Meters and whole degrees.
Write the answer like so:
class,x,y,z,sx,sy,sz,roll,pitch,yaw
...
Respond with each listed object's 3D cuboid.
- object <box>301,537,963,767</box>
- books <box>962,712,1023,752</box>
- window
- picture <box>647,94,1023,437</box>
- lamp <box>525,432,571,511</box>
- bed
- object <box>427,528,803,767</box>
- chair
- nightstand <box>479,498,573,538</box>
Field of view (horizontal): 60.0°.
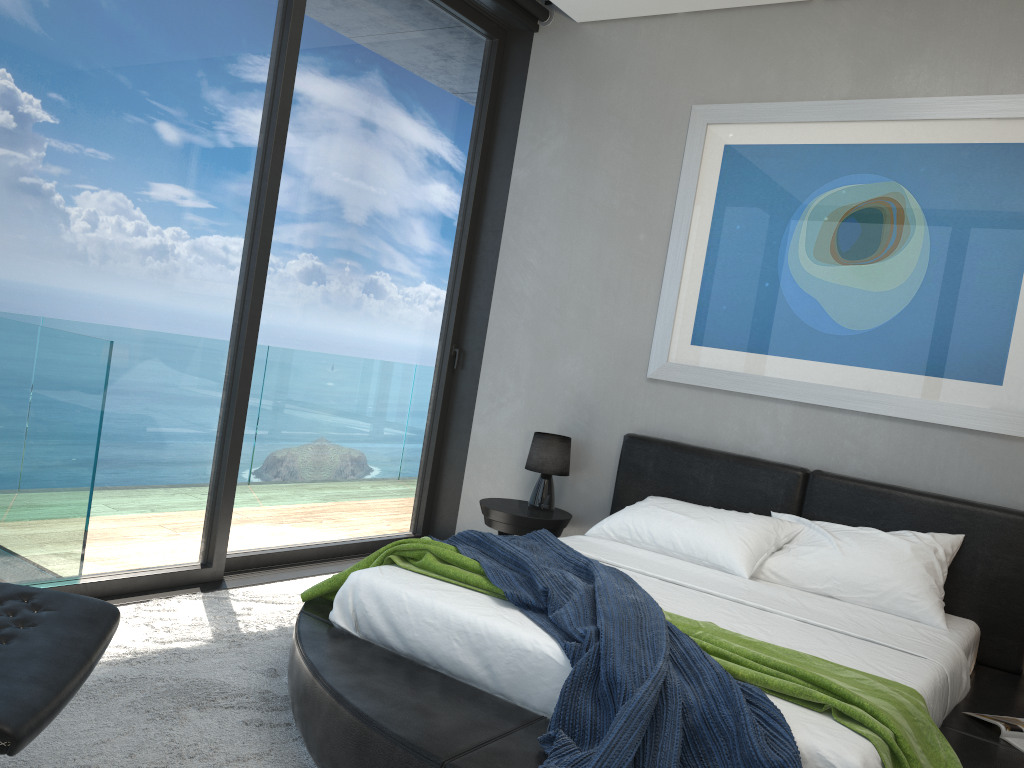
class,x,y,z,sx,sy,sz,roll,pitch,yaw
object,0.318,0.806,2.683,2.297,0.342,0.647,10,2,34
books,1.674,1.109,2.778,0.301,0.039,0.394,9,2,-10
window,1.191,-0.325,4.452,3.589,3.187,9.733,11,2,34
picture,1.543,-0.592,4.042,1.796,1.402,0.025,11,3,34
lamp,0.187,0.469,4.732,0.241,0.400,0.219,9,3,3
bed,0.600,0.764,3.068,2.749,0.935,2.620,10,2,34
object,0.123,0.833,2.695,0.686,0.568,2.150,9,2,-14
chair,-1.426,0.453,1.537,1.282,0.996,0.638,9,3,-11
nightstand,0.039,0.872,4.689,0.497,0.440,0.495,7,3,-44
